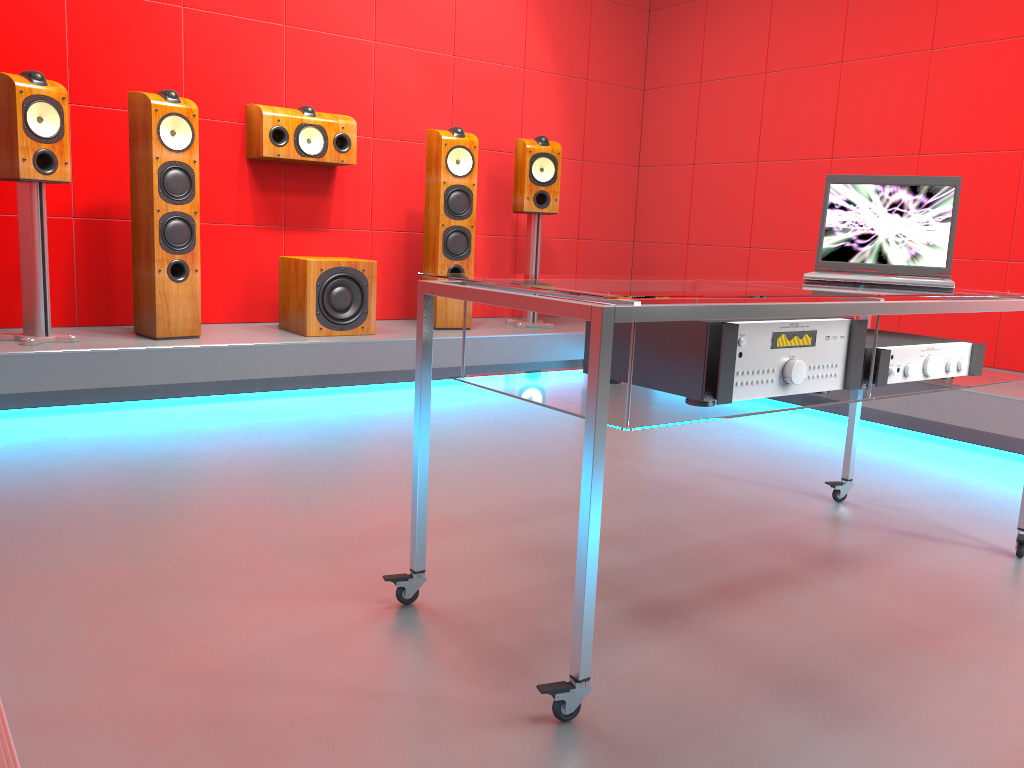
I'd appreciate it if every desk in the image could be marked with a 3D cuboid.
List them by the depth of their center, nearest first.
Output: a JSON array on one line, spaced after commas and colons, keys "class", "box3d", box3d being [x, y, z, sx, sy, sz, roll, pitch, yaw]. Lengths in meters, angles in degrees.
[{"class": "desk", "box3d": [0.565, 0.118, 2.030, 1.617, 0.690, 0.594, -4, 12, -36]}]

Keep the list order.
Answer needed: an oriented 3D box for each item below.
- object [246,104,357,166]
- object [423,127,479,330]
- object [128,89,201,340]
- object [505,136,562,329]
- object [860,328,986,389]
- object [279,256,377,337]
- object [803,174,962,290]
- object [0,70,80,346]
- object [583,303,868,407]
[{"class": "object", "box3d": [-1.058, -1.262, 4.480, 0.493, 0.271, 0.235, -4, 12, -36]}, {"class": "object", "box3d": [-0.333, -0.823, 4.728, 0.203, 1.052, 0.238, -2, 11, -26]}, {"class": "object", "box3d": [-1.506, -0.729, 3.855, 0.238, 1.052, 0.203, 12, 13, 43]}, {"class": "object", "box3d": [0.125, -0.856, 5.031, 0.231, 1.058, 0.265, 0, 10, -16]}, {"class": "object", "box3d": [0.828, -0.067, 2.108, 0.435, 0.092, 0.365, -4, 12, -36]}, {"class": "object", "box3d": [-0.905, -0.435, 4.354, 0.360, 0.360, 0.360, -4, 12, -36]}, {"class": "object", "box3d": [0.951, -0.398, 2.260, 0.342, 0.285, 0.340, 7, 11, 23]}, {"class": "object", "box3d": [-1.924, -0.700, 3.553, 0.265, 1.058, 0.231, 9, 12, 33]}, {"class": "object", "box3d": [0.433, -0.068, 1.812, 0.431, 0.158, 0.371, -4, 12, -36]}]
